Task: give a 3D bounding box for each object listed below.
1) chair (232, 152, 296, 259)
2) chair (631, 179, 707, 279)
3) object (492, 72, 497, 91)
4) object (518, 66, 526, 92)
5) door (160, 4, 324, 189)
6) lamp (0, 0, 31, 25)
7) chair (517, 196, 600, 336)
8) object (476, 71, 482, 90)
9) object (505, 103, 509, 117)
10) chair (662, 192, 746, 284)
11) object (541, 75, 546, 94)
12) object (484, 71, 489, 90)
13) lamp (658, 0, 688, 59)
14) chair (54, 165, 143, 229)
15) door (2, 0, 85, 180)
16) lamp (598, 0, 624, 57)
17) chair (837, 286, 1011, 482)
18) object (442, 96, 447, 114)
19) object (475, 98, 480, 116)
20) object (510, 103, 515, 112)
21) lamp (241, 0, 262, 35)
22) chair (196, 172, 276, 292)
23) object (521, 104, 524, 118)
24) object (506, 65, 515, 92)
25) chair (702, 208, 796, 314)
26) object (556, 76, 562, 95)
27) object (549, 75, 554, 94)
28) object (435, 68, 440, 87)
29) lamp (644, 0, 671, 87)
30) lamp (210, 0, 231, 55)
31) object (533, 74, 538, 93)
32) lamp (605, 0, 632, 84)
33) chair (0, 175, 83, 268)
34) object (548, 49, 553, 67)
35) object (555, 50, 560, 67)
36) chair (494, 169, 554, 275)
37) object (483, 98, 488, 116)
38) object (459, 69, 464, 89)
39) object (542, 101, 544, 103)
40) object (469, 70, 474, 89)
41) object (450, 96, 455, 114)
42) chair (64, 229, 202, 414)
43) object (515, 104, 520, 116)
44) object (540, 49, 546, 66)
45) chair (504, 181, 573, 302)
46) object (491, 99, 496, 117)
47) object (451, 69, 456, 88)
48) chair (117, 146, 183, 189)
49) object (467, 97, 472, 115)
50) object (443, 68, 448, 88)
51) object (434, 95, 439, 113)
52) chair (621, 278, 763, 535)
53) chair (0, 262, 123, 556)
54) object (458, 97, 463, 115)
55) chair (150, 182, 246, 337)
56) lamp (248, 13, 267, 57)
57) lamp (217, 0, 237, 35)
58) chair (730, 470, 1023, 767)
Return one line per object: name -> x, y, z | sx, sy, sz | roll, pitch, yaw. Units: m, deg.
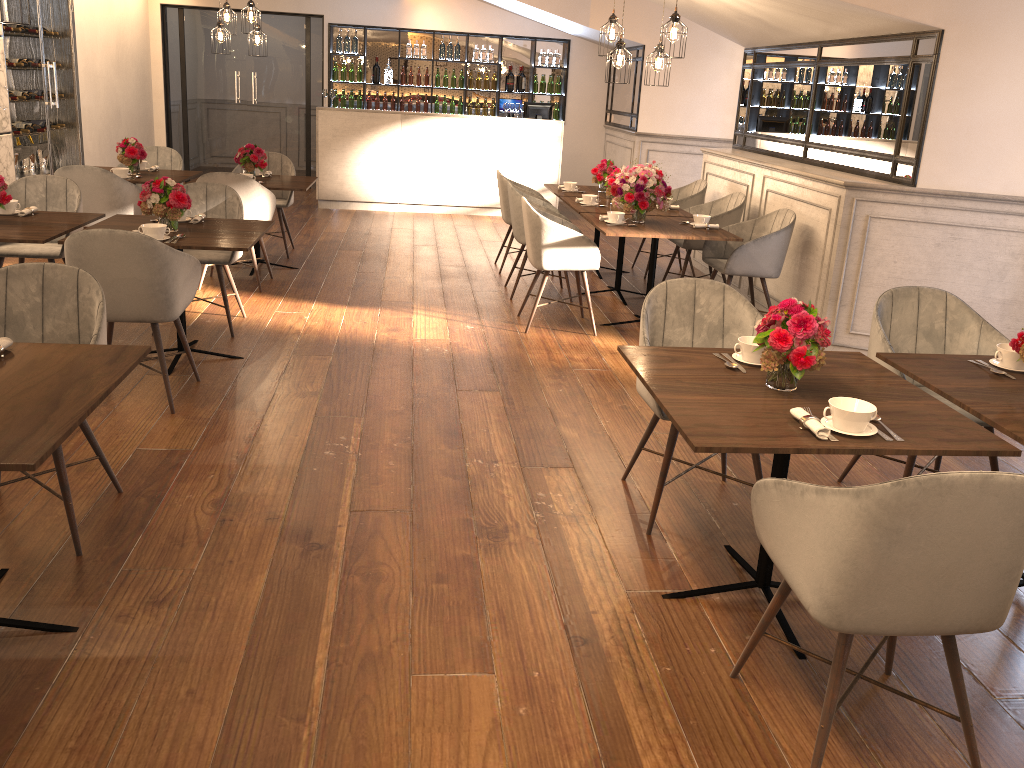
chair -> -2.189, -1.595, 7.846 | 0.565, 0.859, 0.534 | 2, 17, -7
chair -> 1.423, -1.407, 7.946 | 0.526, 0.859, 0.574 | 2, 17, -7
object -> -0.238, -4.236, 12.381 | 0.065, 0.257, 0.066 | -5, 18, -27
object -> 0.139, -4.267, 12.388 | 0.104, 0.354, 0.105 | 9, 17, 19
door -> -3.638, -3.893, 12.146 | 2.105, 2.299, 0.278 | 1, 16, -7
lamp -> -1.844, -2.329, 3.037 | 0.175, 2.039, 0.178 | 2, 16, -5
chair -> 0.305, -0.812, 5.976 | 0.526, 0.859, 0.574 | 2, 17, -7
object -> -0.457, -4.240, 12.355 | 0.065, 0.257, 0.066 | -5, 18, -27
object -> -0.075, -3.861, 12.508 | 0.065, 0.204, 0.066 | 16, 20, 36
chair -> 1.522, -1.098, 7.048 | 0.526, 0.859, 0.574 | 2, 17, -7
object -> 0.449, -4.221, 12.463 | 0.065, 0.257, 0.066 | -5, 18, -27
object -> -0.347, -4.238, 12.368 | 0.065, 0.257, 0.066 | -5, 18, -27
lamp -> 1.182, -3.276, 5.955 | 0.175, 2.039, 0.178 | 2, 16, -5
chair -> -3.016, -1.180, 6.461 | 0.565, 0.859, 0.534 | 2, 17, -7
door -> -4.418, -2.792, 8.407 | 0.134, 2.431, 1.887 | 2, 17, -7
lamp -> 0.803, -3.457, 6.424 | 0.175, 2.039, 0.178 | 2, 16, -5
chair -> 1.688, 0.090, 3.550 | 0.565, 0.859, 0.534 | 2, 17, -7
object -> -0.940, -3.907, 12.398 | 0.065, 0.257, 0.066 | -5, 18, -27
object -> -0.479, -3.897, 12.453 | 0.065, 0.257, 0.066 | -5, 18, -27
object -> 0.002, -3.860, 12.517 | 0.065, 0.204, 0.066 | 16, 20, 36
lamp -> -2.395, -4.279, 8.073 | 0.175, 2.039, 0.178 | 2, 16, -5
chair -> -2.064, -1.159, 6.574 | 0.565, 0.859, 0.534 | 2, 17, -7
object -> 0.156, -3.856, 12.536 | 0.065, 0.204, 0.066 | 16, 20, 36
object -> -0.017, -4.269, 12.373 | 0.105, 0.354, 0.105 | -12, 22, -43
chair -> 1.621, -0.790, 6.150 | 0.526, 0.859, 0.574 | 2, 17, -7
object -> 0.668, -4.216, 12.489 | 0.065, 0.257, 0.066 | -5, 18, -27
object -> 0.558, -4.219, 12.476 | 0.065, 0.257, 0.066 | -5, 18, -27
object -> -1.028, -4.253, 12.288 | 0.065, 0.257, 0.066 | -5, 18, -27
lamp -> 1.136, -3.200, 6.321 | 0.175, 2.039, 0.178 | 2, 16, -5
lamp -> -2.750, -4.170, 8.280 | 0.175, 2.039, 0.178 | 2, 16, -5
object -> 0.339, -4.224, 12.450 | 0.065, 0.259, 0.066 | -5, 18, -27
lamp -> 0.826, -3.166, 6.162 | 0.175, 2.039, 0.178 | 2, 16, -5
chair -> -2.879, -0.802, 5.364 | 0.565, 0.859, 0.534 | 2, 17, -7
object -> 0.538, -4.548, 12.345 | 0.070, 0.232, 0.042 | 1, 16, -7
object -> 0.638, -4.545, 12.357 | 0.070, 0.232, 0.042 | 1, 16, -7
chair -> 0.106, -1.429, 7.772 | 0.526, 0.859, 0.574 | 2, 17, -7
object -> -0.369, -3.895, 12.466 | 0.065, 0.257, 0.066 | -5, 18, -27
object -> -0.699, -4.247, 12.326 | 0.065, 0.259, 0.066 | -5, 18, -27
object -> 0.427, -3.878, 12.560 | 0.065, 0.257, 0.066 | -5, 18, -27
object -> -0.567, -4.243, 12.342 | 0.065, 0.257, 0.066 | -5, 18, -27
object -> -0.830, -3.905, 12.411 | 0.065, 0.257, 0.066 | -5, 18, -27
chair -> -1.802, -0.345, 4.205 | 0.565, 0.859, 0.534 | 2, 17, -7
object -> 0.079, -3.858, 12.527 | 0.065, 0.204, 0.066 | 16, 20, 36
object -> 0.438, -4.550, 12.334 | 0.070, 0.232, 0.042 | 1, 16, -7
chair -> 0.205, -1.121, 6.874 | 0.526, 0.859, 0.574 | 2, 17, -7
object -> -0.259, -3.893, 12.479 | 0.065, 0.257, 0.066 | -5, 18, -27
object -> -0.809, -4.249, 12.313 | 0.065, 0.259, 0.066 | -5, 18, -27
chair -> -3.141, -1.616, 7.733 | 0.565, 0.859, 0.534 | 2, 17, -7
object -> -0.588, -3.900, 12.440 | 0.065, 0.257, 0.066 | -5, 18, -27
object -> -0.919, -4.251, 12.300 | 0.065, 0.259, 0.066 | -5, 18, -27
object -> -1.050, -3.910, 12.385 | 0.065, 0.257, 0.066 | -5, 18, -27
chair -> 0.735, 0.069, 3.437 | 0.565, 0.859, 0.534 | 2, 17, -7
chair -> -1.655, 0.066, 3.011 | 0.565, 0.859, 0.534 | 2, 17, -7
object -> -0.721, -3.902, 12.424 | 0.065, 0.257, 0.066 | -5, 18, -27
chair -> -1.927, -0.781, 5.477 | 0.565, 0.859, 0.534 | 2, 17, -7
lamp -> -2.441, -4.204, 8.439 | 0.175, 2.039, 0.178 | 2, 16, -5
lamp -> -2.773, -4.461, 8.542 | 0.175, 2.039, 0.178 | 2, 16, -5
chair -> 0.907, 0.506, 2.171 | 0.565, 0.859, 0.534 | 2, 17, -7
